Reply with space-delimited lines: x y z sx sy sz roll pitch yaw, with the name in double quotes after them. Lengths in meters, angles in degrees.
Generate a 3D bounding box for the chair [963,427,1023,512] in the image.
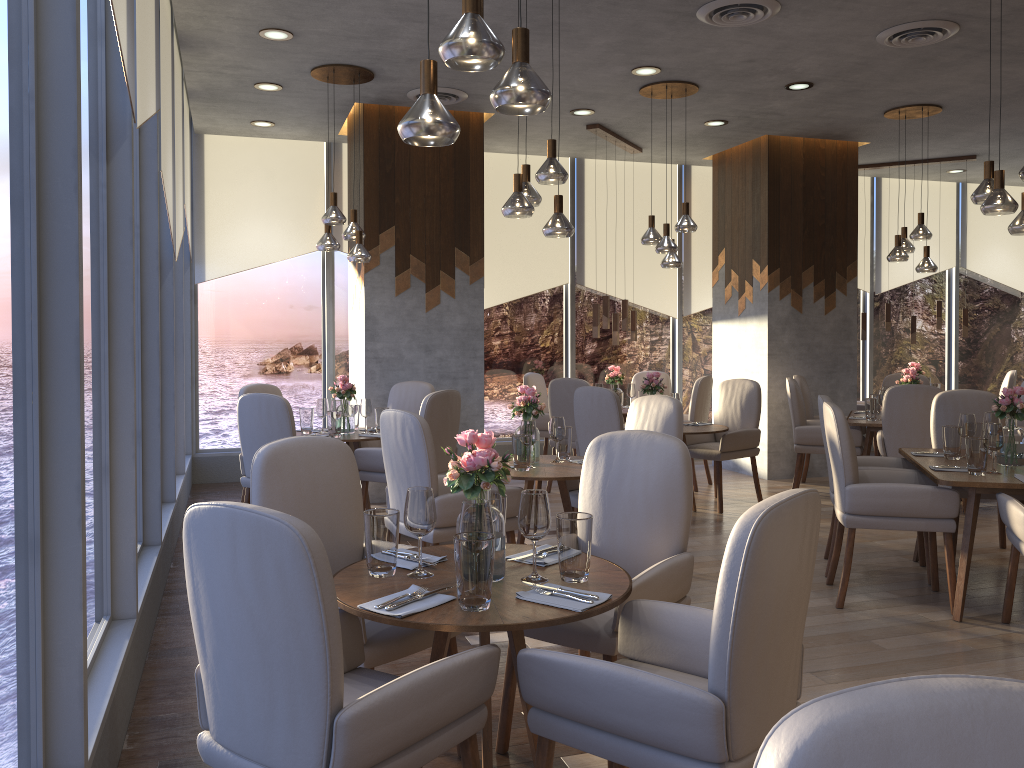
3.793 0.474 6.795 0.600 1.000 0.528 1 2 26 "chair"

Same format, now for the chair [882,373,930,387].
3.608 0.409 8.083 0.528 1.000 0.600 0 2 20 "chair"

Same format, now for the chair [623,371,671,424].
1.298 0.376 8.826 0.528 1.000 0.600 1 2 30 "chair"

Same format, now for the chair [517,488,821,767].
0.388 0.720 2.079 0.600 1.000 0.528 1 2 38 "chair"

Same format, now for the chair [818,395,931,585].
2.054 0.566 5.038 0.600 1.000 0.528 0 2 19 "chair"

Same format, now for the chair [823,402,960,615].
1.894 0.594 4.496 0.600 1.000 0.528 0 1 13 "chair"

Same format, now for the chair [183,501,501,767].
-0.391 0.725 2.007 0.528 1.000 0.600 1 2 35 "chair"

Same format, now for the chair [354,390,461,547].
-0.665 0.529 5.889 0.600 1.000 0.528 1 2 29 "chair"

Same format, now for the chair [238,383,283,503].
-1.661 0.502 6.486 0.600 1.000 0.528 1 2 30 "chair"

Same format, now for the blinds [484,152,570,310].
0.038 -2.017 9.020 1.173 2.679 0.007 -1 1 -18 "blinds"

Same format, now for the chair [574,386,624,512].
0.767 0.505 6.318 0.600 1.000 0.528 -1 2 -41 "chair"

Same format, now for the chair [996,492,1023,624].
2.401 0.629 3.778 0.528 1.000 0.600 0 2 18 "chair"

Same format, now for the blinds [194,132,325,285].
-2.344 -2.258 8.259 1.173 2.679 0.007 -1 1 -18 "blinds"

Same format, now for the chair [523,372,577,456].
0.433 0.393 8.546 0.600 1.000 0.528 1 2 26 "chair"

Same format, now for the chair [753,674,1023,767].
0.434 0.796 0.576 0.528 1.000 0.600 0 2 -4 "chair"

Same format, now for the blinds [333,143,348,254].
-1.153 -2.279 8.637 1.173 2.679 0.007 -1 1 -18 "blinds"

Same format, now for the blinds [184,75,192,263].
-2.742 -2.412 7.484 0.007 2.679 1.174 0 1 -18 "blinds"

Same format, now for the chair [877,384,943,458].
2.980 0.488 6.553 0.528 1.000 0.600 1 2 26 "chair"

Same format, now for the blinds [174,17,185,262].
-2.364 -2.162 6.298 0.007 2.679 1.174 0 1 -18 "blinds"

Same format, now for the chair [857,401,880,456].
3.707 0.326 9.713 0.600 1.000 0.528 1 2 25 "chair"

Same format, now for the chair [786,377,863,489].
2.577 0.450 7.324 0.600 1.000 0.528 0 2 20 "chair"

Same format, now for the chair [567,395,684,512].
0.634 0.572 4.992 0.600 1.000 0.528 -1 2 -36 "chair"

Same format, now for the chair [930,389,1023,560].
2.829 0.547 5.391 0.528 1.000 0.600 0 2 13 "chair"

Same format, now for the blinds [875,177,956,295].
4.808 -2.387 10.531 1.173 2.679 0.007 -1 1 -18 "blinds"

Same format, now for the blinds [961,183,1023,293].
5.998 -2.409 10.908 1.173 2.679 0.007 -1 1 -18 "blinds"

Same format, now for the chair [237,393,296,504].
-1.423 0.541 5.697 0.528 1.000 0.600 1 2 26 "chair"

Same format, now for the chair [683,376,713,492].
1.487 0.419 7.979 0.600 1.000 0.528 1 2 29 "chair"

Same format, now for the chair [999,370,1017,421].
4.859 0.352 9.142 0.600 1.000 0.528 1 2 25 "chair"

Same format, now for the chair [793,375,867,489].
2.804 0.423 7.842 0.600 1.000 0.528 1 2 26 "chair"

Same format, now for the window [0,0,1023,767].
0.545 -0.842 6.298 8.061 3.197 16.134 1 3 27 "window"

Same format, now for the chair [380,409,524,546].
-0.313 0.608 4.321 0.600 1.000 0.528 -1 2 -37 "chair"

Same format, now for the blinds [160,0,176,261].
-1.986 -2.102 5.109 0.007 2.679 1.174 0 1 -18 "blinds"

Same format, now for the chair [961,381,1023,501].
4.002 0.446 7.325 0.600 1.000 0.528 0 2 18 "chair"

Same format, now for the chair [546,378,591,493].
0.622 0.434 7.726 0.528 1.000 0.600 1 2 32 "chair"

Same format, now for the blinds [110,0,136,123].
-1.226 -2.280 2.710 0.007 2.679 1.174 0 1 -18 "blinds"

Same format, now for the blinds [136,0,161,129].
-1.609 -2.340 3.914 0.007 2.679 1.174 0 1 -18 "blinds"

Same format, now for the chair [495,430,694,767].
0.299 0.676 2.941 0.528 1.000 0.600 1 2 36 "chair"

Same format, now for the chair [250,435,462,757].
-0.503 0.684 2.824 0.600 1.000 0.528 1 2 39 "chair"

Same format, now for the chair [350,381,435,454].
-0.888 0.488 6.727 0.528 1.000 0.600 1 2 27 "chair"

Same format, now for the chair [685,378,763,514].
1.660 0.465 7.059 0.600 1.000 0.528 -1 2 -41 "chair"

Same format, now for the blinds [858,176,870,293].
3.619 -2.387 10.152 1.173 2.679 0.007 -1 1 -18 "blinds"
